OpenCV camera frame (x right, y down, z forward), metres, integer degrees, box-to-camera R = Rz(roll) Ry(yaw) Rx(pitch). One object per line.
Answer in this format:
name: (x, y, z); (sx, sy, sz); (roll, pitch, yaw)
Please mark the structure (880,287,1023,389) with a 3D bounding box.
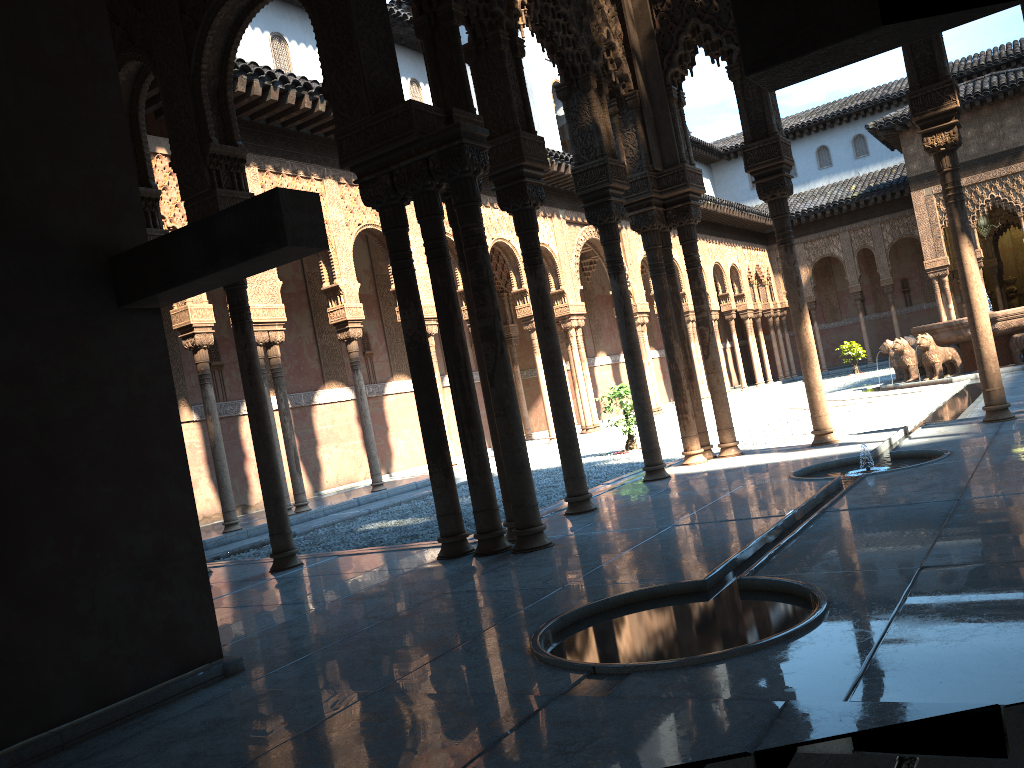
structure: (10.219, -1.165, 19.050); (4.508, 1.991, 4.508); (-12, -2, 32)
